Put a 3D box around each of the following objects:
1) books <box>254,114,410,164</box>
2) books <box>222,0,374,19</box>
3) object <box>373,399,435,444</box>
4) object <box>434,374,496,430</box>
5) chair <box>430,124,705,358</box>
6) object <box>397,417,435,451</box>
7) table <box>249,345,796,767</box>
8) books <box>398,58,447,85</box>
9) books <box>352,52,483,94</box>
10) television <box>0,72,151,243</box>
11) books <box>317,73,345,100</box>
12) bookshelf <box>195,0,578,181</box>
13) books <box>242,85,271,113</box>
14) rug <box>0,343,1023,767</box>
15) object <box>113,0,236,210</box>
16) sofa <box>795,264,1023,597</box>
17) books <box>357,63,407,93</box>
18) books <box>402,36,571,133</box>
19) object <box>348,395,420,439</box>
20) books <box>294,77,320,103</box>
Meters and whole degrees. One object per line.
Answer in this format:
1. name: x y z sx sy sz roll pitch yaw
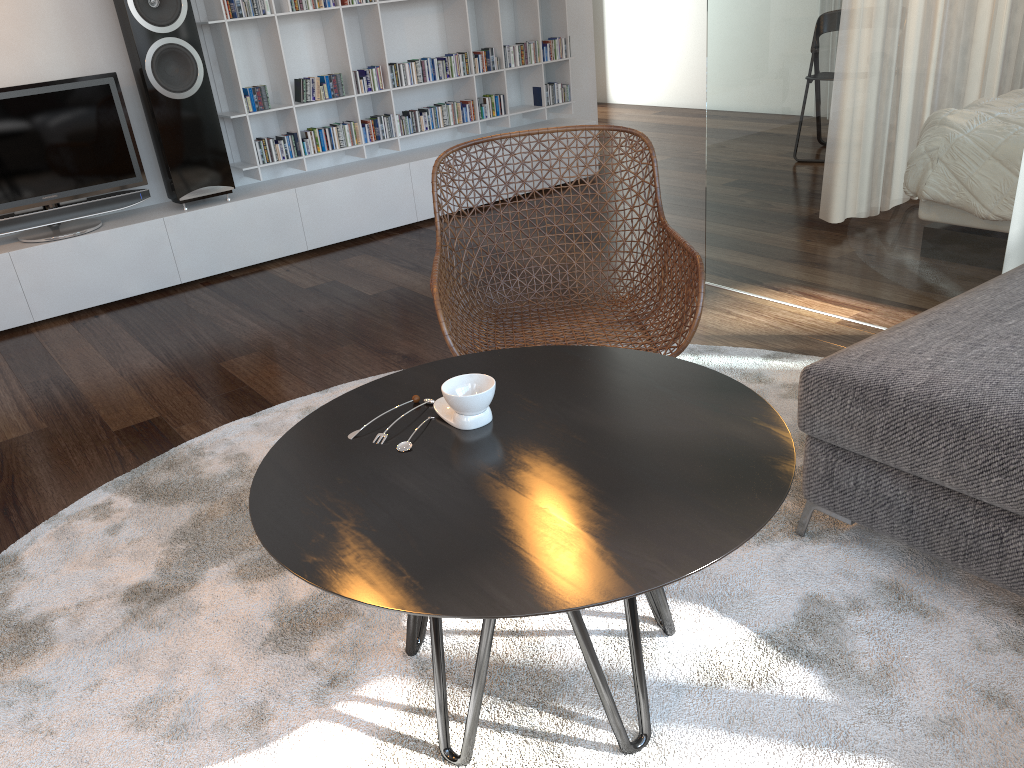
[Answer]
1. books: -0.558 -2.204 4.349 1.928 1.876 0.112 -22 31 -29
2. books: -0.546 -2.003 4.446 1.900 0.117 0.112 -21 30 -29
3. object: -0.185 0.059 1.526 0.025 0.016 0.159 9 29 29
4. object: -0.079 0.024 1.510 0.091 0.071 0.136 -16 27 -20
5. chair: 0.133 -0.310 2.531 0.718 0.731 0.665 -7 26 -1
6. object: -0.159 0.080 1.481 0.026 0.010 0.121 4 27 21
7. table: 0.032 0.314 1.524 0.837 0.487 0.831 -21 29 -28
8. books: -0.475 -1.652 4.655 0.231 0.116 0.113 -22 30 -30
9. books: -0.499 -1.642 4.640 0.755 0.116 0.112 -21 30 -29
10. television: -2.011 -0.944 3.755 0.785 0.619 0.336 -13 27 -13
11. books: -0.909 -1.478 4.391 0.130 0.107 0.097 -23 31 -31
12. bookshelf: -0.608 -2.263 4.350 2.059 2.138 0.223 -22 31 -29
13. books: -1.228 -1.354 4.199 0.130 0.107 0.097 -23 31 -31
14. rug: 0.102 0.458 1.767 2.817 0.012 2.773 11 30 33
15. object: -1.524 -1.318 3.954 0.291 1.033 0.275 -23 32 -30
16. sofa: 0.718 0.477 0.771 3.030 0.693 2.004 -22 29 -30
17. books: -0.678 -1.572 4.531 0.265 0.116 0.098 -22 31 -31
18. books: -0.128 -1.675 4.913 1.119 0.360 0.112 -21 31 -29
19. object: -0.223 0.055 1.545 0.014 0.015 0.164 17 34 39
20. books: -1.002 -1.442 4.334 0.117 0.111 0.088 -22 31 -30
